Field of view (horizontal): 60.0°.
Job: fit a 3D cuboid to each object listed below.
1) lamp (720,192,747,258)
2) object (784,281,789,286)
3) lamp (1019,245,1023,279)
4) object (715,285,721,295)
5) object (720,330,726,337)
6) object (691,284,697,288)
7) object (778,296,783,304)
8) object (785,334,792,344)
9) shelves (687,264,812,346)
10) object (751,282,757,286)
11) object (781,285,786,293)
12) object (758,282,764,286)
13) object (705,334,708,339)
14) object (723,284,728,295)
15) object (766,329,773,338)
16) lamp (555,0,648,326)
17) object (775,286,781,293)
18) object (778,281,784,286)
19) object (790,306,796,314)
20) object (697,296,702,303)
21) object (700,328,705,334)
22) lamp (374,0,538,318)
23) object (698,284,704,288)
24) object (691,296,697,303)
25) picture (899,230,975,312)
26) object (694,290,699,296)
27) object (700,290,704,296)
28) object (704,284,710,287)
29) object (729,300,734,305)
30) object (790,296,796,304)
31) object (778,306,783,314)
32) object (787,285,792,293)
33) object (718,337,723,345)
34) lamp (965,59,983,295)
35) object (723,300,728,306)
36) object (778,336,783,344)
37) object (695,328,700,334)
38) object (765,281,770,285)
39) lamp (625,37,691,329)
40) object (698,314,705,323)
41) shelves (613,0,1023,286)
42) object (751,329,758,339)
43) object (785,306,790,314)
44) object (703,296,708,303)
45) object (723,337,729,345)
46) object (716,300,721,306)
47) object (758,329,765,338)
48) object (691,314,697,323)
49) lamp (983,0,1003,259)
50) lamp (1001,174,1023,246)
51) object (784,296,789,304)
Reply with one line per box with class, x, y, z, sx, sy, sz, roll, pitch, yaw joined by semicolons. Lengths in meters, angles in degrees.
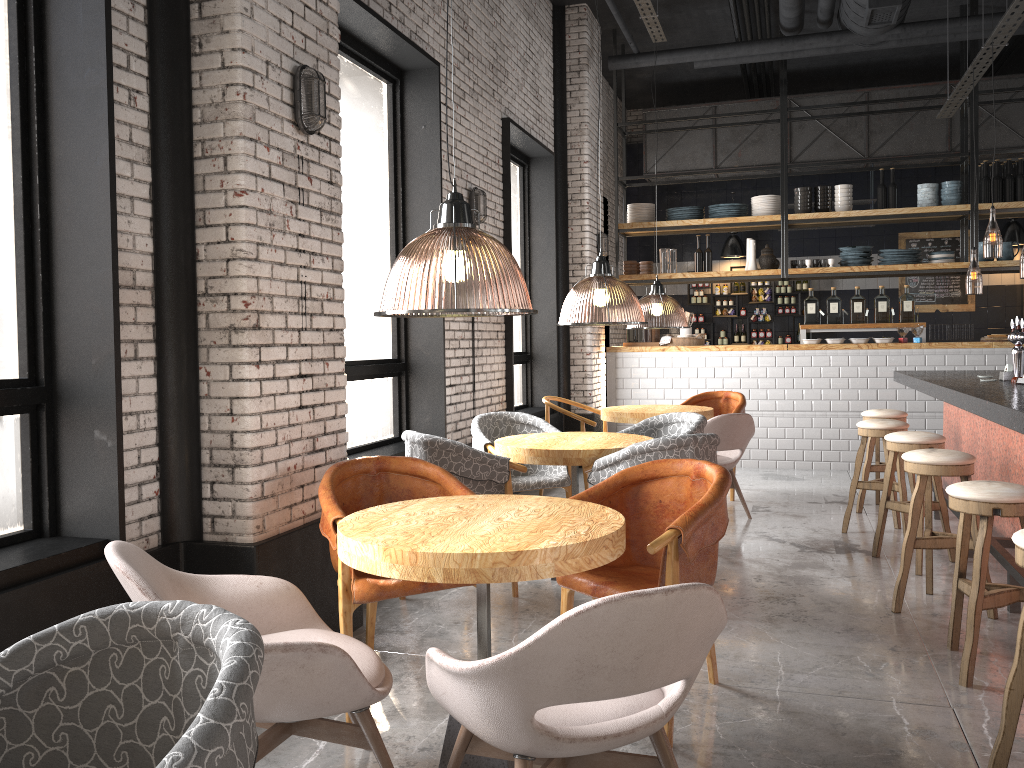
lamp;3.249;-2.339;13.022;0.390;0.937;0.390;0;2;20
object;4.002;-1.491;12.922;0.076;0.111;0.076;0;2;22
lamp;2.843;-1.380;4.860;0.108;1.598;0.108;-1;2;-1
object;3.070;-1.402;13.214;0.079;0.156;0.079;-3;2;-43
object;3.144;-0.750;13.216;0.076;0.111;0.076;0;2;12
object;2.741;-1.501;13.335;0.081;0.113;0.071;0;2;18
object;3.920;-1.223;12.954;0.076;0.111;0.076;1;3;42
object;4.040;-0.655;12.959;0.100;0.139;0.088;0;2;18
shelves;3.500;-0.999;13.112;1.761;1.481;0.157;0;2;17
object;3.564;-1.523;13.056;0.079;0.156;0.079;0;2;27
object;3.964;-1.380;12.935;0.076;0.111;0.076;1;2;37
object;3.655;-1.523;13.027;0.079;0.156;0.079;-2;2;-38
object;2.897;-0.712;13.289;0.071;0.083;0.071;1;3;42
object;3.173;-1.402;13.182;0.079;0.156;0.079;-1;2;2
object;3.780;-0.742;13.037;0.100;0.139;0.088;0;2;18
lamp;0.504;-1.547;5.145;0.537;2.404;0.537;-2;2;-31
object;3.886;-1.380;12.960;0.076;0.111;0.076;0;2;27
object;3.924;-1.491;12.945;0.076;0.111;0.076;-1;2;-8
object;4.102;-1.079;12.924;0.081;0.113;0.071;0;2;17
object;2.813;-1.266;13.298;0.076;0.111;0.076;1;2;37
object;2.857;-0.795;13.298;0.071;0.083;0.071;-2;2;-33
lamp;-0.201;-1.428;2.885;0.537;2.404;0.537;-2;2;-31
object;2.834;-1.502;13.306;0.081;0.113;0.071;0;2;18
object;2.734;-1.266;13.324;0.076;0.111;0.076;0;2;27
picture;5.982;-1.580;12.497;0.980;1.141;0.021;0;2;17
object;2.767;-1.363;13.309;0.071;0.083;0.071;-1;2;7
object;2.846;-1.363;13.284;0.071;0.083;0.071;1;3;42
object;2.921;-1.502;13.279;0.081;0.113;0.071;0;2;18
object;3.254;-1.208;13.162;0.071;0.083;0.071;-1;2;7
object;4.092;-1.223;12.901;0.076;0.111;0.076;-2;2;-18
object;3.929;-1.079;12.978;0.081;0.113;0.071;0;2;17
object;4.044;-1.380;12.912;0.076;0.111;0.076;0;2;12
object;3.107;-0.639;13.228;0.076;0.111;0.076;-1;2;-8
lamp;3.158;-1.413;6.063;0.108;1.598;0.108;-2;2;-41
object;3.172;-1.208;13.188;0.071;0.083;0.071;-1;2;7
object;3.926;-0.640;12.972;0.076;0.111;0.076;-2;2;-18
object;2.786;-0.796;13.326;0.071;0.083;0.071;1;3;42
object;3.747;-1.523;12.999;0.079;0.156;0.079;-1;2;2
lamp;1.195;-1.663;7.356;0.537;2.404;0.537;-2;2;-31
object;2.845;-0.988;13.321;0.100;0.139;0.088;0;2;18
shelves;3.988;-2.721;9.773;5.676;3.065;0.598;0;2;17
object;3.578;-0.742;13.100;0.100;0.139;0.088;0;2;18
object;4.022;-1.079;12.948;0.081;0.113;0.071;0;2;17
object;2.892;-1.266;13.276;0.076;0.111;0.076;0;2;12
object;3.185;-0.639;13.205;0.076;0.111;0.076;0;2;22
object;3.082;-1.208;13.216;0.071;0.083;0.071;1;3;42
object;3.682;-0.742;13.068;0.100;0.139;0.088;0;2;18
object;2.741;-0.988;13.354;0.100;0.139;0.088;0;2;18
lamp;2.979;-1.582;5.495;0.108;1.598;0.108;-2;2;-41
lamp;6.719;-2.340;11.902;0.390;0.937;0.390;0;2;20
object;4.005;-1.223;12.927;0.076;0.111;0.076;-1;2;-8
